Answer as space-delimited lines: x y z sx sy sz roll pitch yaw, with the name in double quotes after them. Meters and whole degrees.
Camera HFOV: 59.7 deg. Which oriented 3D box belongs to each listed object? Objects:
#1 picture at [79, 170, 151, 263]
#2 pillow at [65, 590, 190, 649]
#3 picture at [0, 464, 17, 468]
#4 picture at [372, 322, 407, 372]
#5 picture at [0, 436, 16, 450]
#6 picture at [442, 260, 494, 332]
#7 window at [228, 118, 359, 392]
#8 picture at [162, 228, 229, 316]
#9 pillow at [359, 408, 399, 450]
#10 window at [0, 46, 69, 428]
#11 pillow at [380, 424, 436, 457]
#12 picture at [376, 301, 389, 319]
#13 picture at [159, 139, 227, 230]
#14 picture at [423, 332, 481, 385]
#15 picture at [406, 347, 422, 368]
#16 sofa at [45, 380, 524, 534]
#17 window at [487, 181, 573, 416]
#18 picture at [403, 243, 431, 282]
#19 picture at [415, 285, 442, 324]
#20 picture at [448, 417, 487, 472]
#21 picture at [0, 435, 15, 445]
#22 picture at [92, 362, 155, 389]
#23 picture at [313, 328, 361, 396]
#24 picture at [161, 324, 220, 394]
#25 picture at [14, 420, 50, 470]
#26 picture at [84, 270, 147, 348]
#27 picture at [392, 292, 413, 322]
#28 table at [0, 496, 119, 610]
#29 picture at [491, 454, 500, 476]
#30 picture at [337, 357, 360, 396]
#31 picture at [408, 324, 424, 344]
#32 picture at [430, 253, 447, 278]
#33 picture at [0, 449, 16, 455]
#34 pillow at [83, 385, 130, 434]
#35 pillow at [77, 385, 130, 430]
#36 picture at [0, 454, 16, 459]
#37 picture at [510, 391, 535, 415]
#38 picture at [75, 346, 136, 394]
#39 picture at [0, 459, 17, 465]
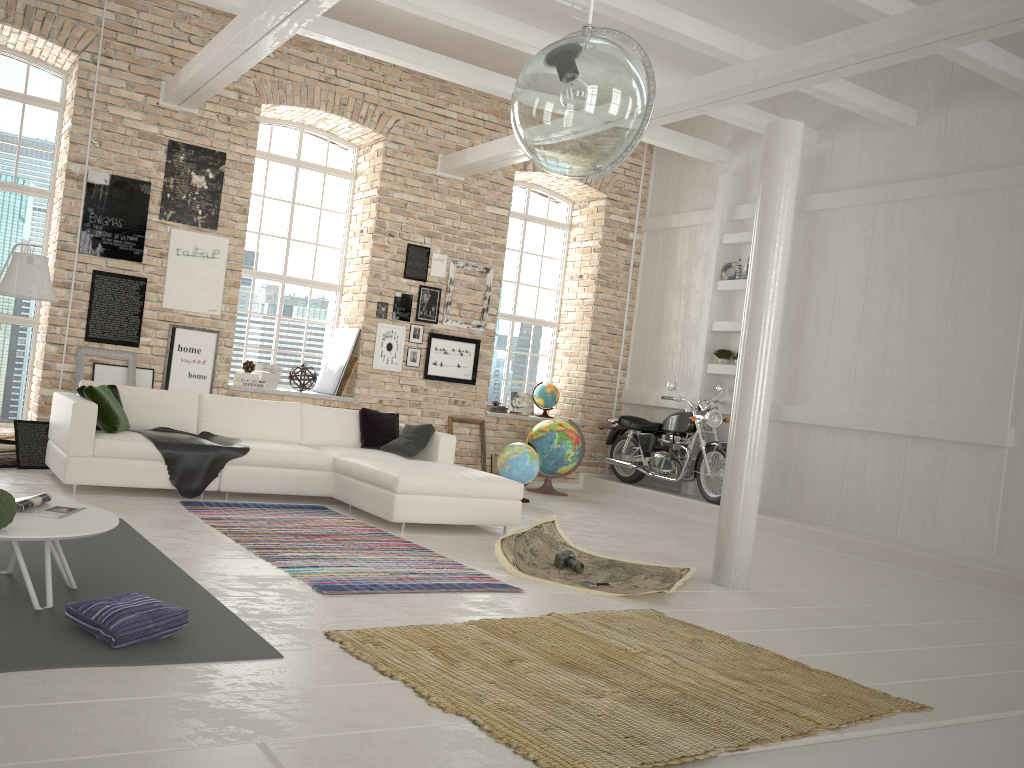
-3.763 -1.585 8.463 0.557 0.785 0.039 7 0 -30 "picture"
-1.488 0.913 3.445 0.377 0.164 0.331 7 -1 34 "pillow"
-4.364 0.649 7.670 0.613 0.048 0.751 7 -1 17 "picture"
-1.361 -0.406 9.918 0.345 0.514 0.014 7 0 -30 "picture"
-4.340 0.500 7.662 0.627 0.048 0.732 6 -1 35 "picture"
-0.510 -1.018 10.359 0.569 0.749 0.027 7 0 -30 "picture"
0.792 -1.090 5.059 1.346 2.988 12.127 7 0 -34 "window"
-3.137 -1.106 8.849 0.556 0.784 0.039 7 0 -30 "picture"
-1.232 0.435 8.337 0.402 0.390 0.256 7 0 -31 "pillow"
-1.857 -1.088 3.539 1.346 3.655 12.127 7 0 -34 "window"
-0.933 0.486 8.004 0.319 0.305 0.444 7 0 -42 "pillow"
-1.435 -0.815 9.851 0.127 0.178 0.009 7 0 -24 "picture"
-3.149 -1.958 8.804 0.555 0.783 0.039 7 0 -30 "picture"
-0.691 -0.287 10.308 0.673 0.535 0.033 7 0 -30 "picture"
-1.112 -0.299 10.075 0.166 0.213 0.012 7 0 -30 "picture"
-1.842 0.585 7.143 3.089 0.841 2.301 7 -1 -31 "sofa"
3.376 -0.764 6.566 1.346 2.988 12.127 7 0 -34 "window"
-1.066 -1.361 10.020 0.279 0.394 0.019 7 0 -30 "picture"
-0.945 -0.900 10.117 0.275 0.409 0.011 7 0 -30 "picture"
-0.517 0.779 10.366 0.477 0.748 0.235 7 0 -31 "picture"
-4.261 0.488 7.738 0.288 0.048 0.389 7 -1 -5 "picture"
-3.726 0.109 8.520 0.542 0.568 0.156 7 0 -30 "picture"
-1.957 -0.254 9.965 0.231 0.763 0.623 7 0 -33 "picture"
-3.201 -0.187 8.878 0.489 0.756 0.013 7 0 -30 "picture"
-4.018 0.517 7.498 0.205 0.404 0.309 7 0 36 "picture"
-3.788 -0.715 8.527 0.481 0.681 0.068 7 0 -30 "picture"
-1.223 -0.861 9.968 0.217 0.306 0.015 7 0 -30 "picture"
-2.159 0.718 3.785 0.878 0.342 0.944 7 -1 -18 "table"
-0.138 1.031 10.697 0.252 0.351 0.101 7 0 -31 "picture"
-1.858 -0.085 9.843 0.163 0.460 0.384 7 0 -34 "picture"
-1.080 -0.566 10.074 0.166 0.213 0.012 7 0 -30 "picture"
-0.835 -1.352 10.158 0.183 0.259 0.013 7 0 -30 "picture"
-4.361 0.535 7.686 0.611 0.048 0.753 7 -1 15 "picture"
-3.107 0.187 6.837 0.301 0.343 0.422 7 0 -8 "pillow"
-3.250 0.187 7.098 0.325 0.365 0.397 7 0 13 "pillow"
-4.341 0.576 7.695 0.622 0.048 0.738 7 -1 27 "picture"
0.134 0.260 11.630 0.370 0.292 0.071 7 0 -30 "picture"
-3.813 -0.033 8.379 0.513 0.582 0.300 7 0 -31 "picture"
-4.386 0.609 7.695 0.596 0.048 0.774 7 -1 3 "picture"
